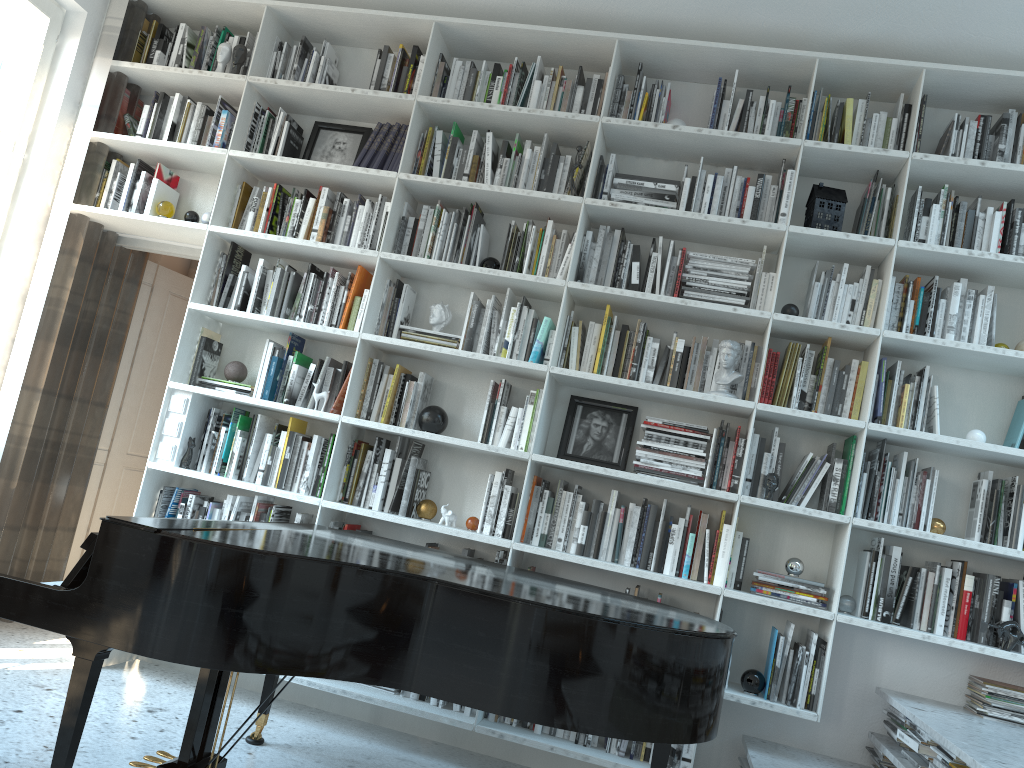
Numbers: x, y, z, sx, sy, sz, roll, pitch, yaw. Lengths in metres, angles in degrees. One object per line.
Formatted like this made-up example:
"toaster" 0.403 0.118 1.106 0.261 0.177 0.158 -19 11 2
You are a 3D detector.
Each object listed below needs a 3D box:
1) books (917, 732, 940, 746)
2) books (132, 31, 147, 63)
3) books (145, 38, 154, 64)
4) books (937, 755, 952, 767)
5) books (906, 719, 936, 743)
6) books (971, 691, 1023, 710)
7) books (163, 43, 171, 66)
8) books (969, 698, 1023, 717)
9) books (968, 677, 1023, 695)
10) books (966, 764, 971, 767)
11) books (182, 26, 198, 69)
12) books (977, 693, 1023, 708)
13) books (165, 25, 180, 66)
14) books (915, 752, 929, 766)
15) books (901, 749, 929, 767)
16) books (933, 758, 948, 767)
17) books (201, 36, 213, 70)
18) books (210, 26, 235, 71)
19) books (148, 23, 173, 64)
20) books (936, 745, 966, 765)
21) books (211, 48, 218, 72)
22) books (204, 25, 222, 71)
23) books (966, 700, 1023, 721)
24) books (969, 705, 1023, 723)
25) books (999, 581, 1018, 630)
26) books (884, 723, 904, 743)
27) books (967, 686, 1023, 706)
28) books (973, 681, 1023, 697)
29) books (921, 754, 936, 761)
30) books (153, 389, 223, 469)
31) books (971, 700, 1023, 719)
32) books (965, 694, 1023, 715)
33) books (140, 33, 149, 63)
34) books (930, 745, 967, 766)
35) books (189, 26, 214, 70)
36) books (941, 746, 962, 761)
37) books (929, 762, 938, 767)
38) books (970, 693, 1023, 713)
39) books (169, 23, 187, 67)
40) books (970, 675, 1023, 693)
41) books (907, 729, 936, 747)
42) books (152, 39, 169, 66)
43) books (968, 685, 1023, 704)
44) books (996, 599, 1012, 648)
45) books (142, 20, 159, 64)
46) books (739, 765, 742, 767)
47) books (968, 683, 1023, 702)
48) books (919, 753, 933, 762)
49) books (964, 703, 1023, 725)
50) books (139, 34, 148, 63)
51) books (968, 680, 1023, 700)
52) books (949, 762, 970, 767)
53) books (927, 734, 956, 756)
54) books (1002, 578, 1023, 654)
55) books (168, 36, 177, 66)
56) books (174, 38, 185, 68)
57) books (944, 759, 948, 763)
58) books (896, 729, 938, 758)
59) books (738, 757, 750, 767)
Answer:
"books" 1.482 1.227 3.056 0.143 0.012 0.264 10 -8 17
"books" -1.860 -1.638 4.488 0.014 0.218 0.188 11 -7 12
"books" -1.784 -1.611 4.475 0.024 0.194 0.167 11 -7 12
"books" 1.430 1.202 2.755 0.150 0.013 0.215 10 -8 12
"books" 1.485 1.212 3.058 0.163 0.018 0.290 10 -8 11
"books" 1.923 1.215 3.345 0.308 0.008 0.195 10 -8 12
"books" -1.703 -1.594 4.479 0.031 0.195 0.145 11 -7 12
"books" 1.916 1.236 3.338 0.308 0.008 0.195 10 -8 14
"books" 1.936 1.164 3.346 0.345 0.007 0.194 11 -8 10
"books" 1.391 1.114 2.480 0.128 0.013 0.296 11 -8 10
"books" -1.581 -1.610 4.424 0.057 0.262 0.191 11 -7 12
"books" 1.925 1.206 3.333 0.308 0.008 0.195 10 -8 17
"books" -1.677 -1.635 4.464 0.010 0.281 0.161 11 -7 12
"books" 1.480 1.298 3.045 0.131 0.021 0.240 10 -8 14
"books" 1.459 1.313 3.046 0.173 0.017 0.233 10 -8 11
"books" 1.422 1.217 2.754 0.154 0.018 0.221 10 -8 11
"books" -1.496 -1.587 4.439 0.030 0.257 0.130 11 -7 12
"books" -1.449 -1.608 4.430 0.029 0.314 0.129 11 -7 12
"books" -1.754 -1.644 4.470 0.025 0.269 0.177 11 -7 12
"books" 1.431 1.170 2.760 0.160 0.010 0.180 10 -8 12
"books" -1.438 -1.543 4.407 0.024 0.187 0.159 11 -7 12
"books" -1.472 -1.608 4.424 0.014 0.304 0.146 11 -7 12
"books" 1.911 1.249 3.328 0.345 0.007 0.194 10 -8 17
"books" 1.910 1.257 3.330 0.308 0.008 0.195 11 -8 8
"books" 1.883 0.884 3.395 0.012 0.248 0.165 11 -7 12
"books" 1.512 1.330 3.334 0.174 0.017 0.266 10 -8 15
"books" 1.927 1.199 3.339 0.345 0.007 0.194 11 -8 9
"books" 1.934 1.171 3.345 0.308 0.008 0.195 10 -8 14
"books" 1.469 1.272 3.051 0.163 0.008 0.295 11 -8 10
"books" -1.488 0.217 4.093 0.106 0.339 0.307 11 -7 12
"books" 1.913 1.242 3.332 0.308 0.008 0.195 10 -8 16
"books" 1.919 1.229 3.339 0.345 0.007 0.194 11 -8 10
"books" -1.816 -1.631 4.491 0.023 0.223 0.151 11 -7 12
"books" 1.424 1.177 2.760 0.167 0.008 0.235 10 -8 11
"books" -1.530 -1.608 4.430 0.039 0.282 0.182 11 -7 12
"books" 1.434 1.159 2.762 0.148 0.013 0.220 10 -8 15
"books" 1.407 1.234 2.754 0.164 0.023 0.242 10 -8 16
"books" 1.919 1.220 3.332 0.308 0.008 0.195 11 -8 7
"books" -1.636 -1.628 4.453 0.028 0.283 0.189 11 -7 12
"books" 1.937 1.157 3.347 0.345 0.007 0.194 10 -8 14
"books" 1.474 1.235 3.056 0.171 0.007 0.207 10 -8 14
"books" -1.737 -1.599 4.460 0.028 0.186 0.182 11 -7 12
"books" 1.929 1.193 3.342 0.345 0.007 0.194 10 -8 14
"books" 1.858 0.913 3.393 0.025 0.181 0.169 11 -7 12
"books" -1.794 -1.659 4.482 0.014 0.285 0.175 11 -7 12
"books" 0.965 1.502 3.345 0.177 0.012 0.279 11 -8 8
"books" 1.929 1.184 3.335 0.345 0.007 0.194 11 -8 7
"books" 1.471 1.281 3.049 0.152 0.009 0.259 11 -8 9
"books" 1.909 1.264 3.329 0.345 0.007 0.194 10 -8 16
"books" -1.837 -1.635 4.506 0.023 0.227 0.130 11 -7 12
"books" 1.932 1.178 3.344 0.345 0.007 0.194 10 -8 14
"books" 1.364 1.120 2.484 0.186 0.009 0.261 10 -8 11
"books" 1.424 1.143 2.766 0.164 0.015 0.243 11 -8 7
"books" 1.920 0.881 3.383 0.070 0.266 0.186 11 -7 12
"books" -1.665 -1.604 4.465 0.024 0.227 0.157 11 -7 12
"books" -1.618 -1.587 4.434 0.030 0.206 0.176 11 -7 12
"books" 1.429 1.189 2.758 0.144 0.013 0.221 10 -8 15
"books" 1.460 1.251 3.056 0.189 0.030 0.238 11 -8 9
"books" 0.966 1.468 3.350 0.191 0.013 0.244 11 -8 8
